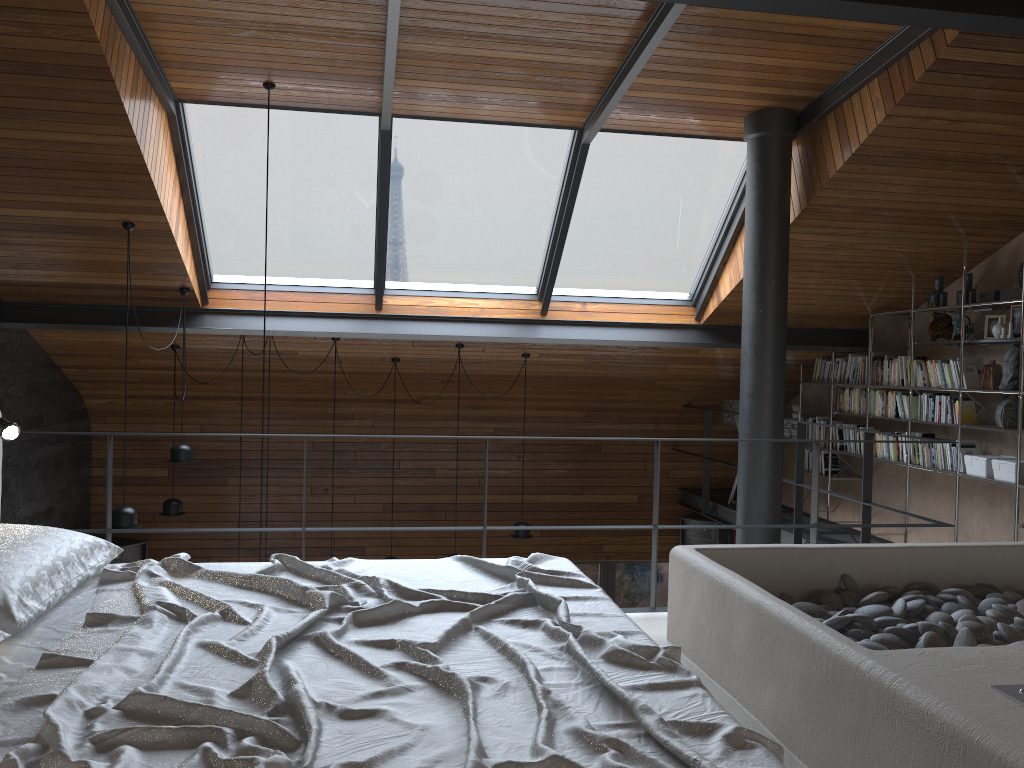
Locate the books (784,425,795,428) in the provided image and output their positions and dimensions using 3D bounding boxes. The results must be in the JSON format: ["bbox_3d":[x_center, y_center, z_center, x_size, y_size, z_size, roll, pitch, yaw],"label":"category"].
[{"bbox_3d":[2.796,0.418,8.745,0.206,0.012,0.161,1,1,-20],"label":"books"}]

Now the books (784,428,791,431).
[{"bbox_3d":[2.797,0.450,8.724,0.234,0.016,0.182,1,1,-20],"label":"books"}]

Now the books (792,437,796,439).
[{"bbox_3d":[2.819,0.520,8.449,0.239,0.021,0.174,1,1,-4],"label":"books"}]

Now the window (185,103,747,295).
[{"bbox_3d":[-0.287,-1.279,6.477,3.818,1.031,1.213,1,1,-10],"label":"window"}]

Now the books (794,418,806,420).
[{"bbox_3d":[2.831,0.339,8.451,0.222,0.012,0.160,1,1,-4],"label":"books"}]

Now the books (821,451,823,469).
[{"bbox_3d":[2.872,0.714,8.025,0.137,0.216,0.049,1,1,-10],"label":"books"}]

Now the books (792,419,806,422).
[{"bbox_3d":[2.817,0.352,8.455,0.254,0.012,0.158,1,1,2],"label":"books"}]

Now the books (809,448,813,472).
[{"bbox_3d":[2.836,0.703,8.223,0.161,0.223,0.017,1,1,-10],"label":"books"}]

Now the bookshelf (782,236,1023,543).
[{"bbox_3d":[3.573,0.908,4.178,0.421,6.219,10.739,1,1,-10],"label":"bookshelf"}]

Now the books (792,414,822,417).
[{"bbox_3d":[2.820,0.296,8.444,0.228,0.016,0.182,1,1,-10],"label":"books"}]

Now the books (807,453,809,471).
[{"bbox_3d":[2.810,0.728,8.256,0.119,0.172,0.014,1,1,-10],"label":"books"}]

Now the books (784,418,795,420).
[{"bbox_3d":[2.803,0.344,8.744,0.206,0.012,0.161,1,1,-10],"label":"books"}]

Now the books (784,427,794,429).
[{"bbox_3d":[2.804,0.433,8.738,0.213,0.017,0.167,1,1,-15],"label":"books"}]

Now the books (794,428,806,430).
[{"bbox_3d":[2.825,0.431,8.453,0.222,0.012,0.160,1,1,-15],"label":"books"}]

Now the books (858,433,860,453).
[{"bbox_3d":[2.950,0.499,7.407,0.112,0.176,0.039,1,1,-10],"label":"books"}]

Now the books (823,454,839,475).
[{"bbox_3d":[2.867,0.725,7.965,0.138,0.191,0.049,1,1,-10],"label":"books"}]

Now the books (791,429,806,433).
[{"bbox_3d":[2.817,0.452,8.447,0.258,0.028,0.180,1,1,-4],"label":"books"}]

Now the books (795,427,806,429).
[{"bbox_3d":[2.835,0.420,8.456,0.227,0.013,0.160,1,1,2],"label":"books"}]

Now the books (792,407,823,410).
[{"bbox_3d":[2.823,0.231,8.461,0.228,0.016,0.182,1,1,-10],"label":"books"}]

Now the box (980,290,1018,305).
[{"bbox_3d":[3.279,-0.576,5.929,0.208,0.079,0.207,1,1,4],"label":"box"}]

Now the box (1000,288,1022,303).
[{"bbox_3d":[3.308,-0.571,5.713,0.208,0.079,0.207,1,1,-12],"label":"box"}]

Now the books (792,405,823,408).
[{"bbox_3d":[2.828,0.215,8.472,0.228,0.016,0.182,1,1,-10],"label":"books"}]

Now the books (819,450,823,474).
[{"bbox_3d":[2.858,0.710,8.086,0.155,0.215,0.055,1,1,-10],"label":"books"}]

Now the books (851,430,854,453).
[{"bbox_3d":[2.938,0.484,7.509,0.127,0.200,0.046,1,1,-10],"label":"books"}]

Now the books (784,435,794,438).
[{"bbox_3d":[2.790,0.513,8.741,0.221,0.021,0.174,1,1,-10],"label":"books"}]

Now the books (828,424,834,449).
[{"bbox_3d":[2.872,0.467,7.859,0.137,0.215,0.014,1,1,-10],"label":"books"}]

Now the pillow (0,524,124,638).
[{"bbox_3d":[-1.393,0.489,2.315,0.509,0.173,0.842,1,1,-9],"label":"pillow"}]

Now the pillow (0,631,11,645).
[{"bbox_3d":[-1.245,0.509,1.432,0.502,0.176,0.837,1,1,-9],"label":"pillow"}]

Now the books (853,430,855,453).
[{"bbox_3d":[2.947,0.485,7.499,0.127,0.200,0.046,1,1,-10],"label":"books"}]

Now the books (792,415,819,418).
[{"bbox_3d":[2.809,0.312,8.456,0.208,0.017,0.167,1,1,-10],"label":"books"}]

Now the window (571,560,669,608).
[{"bbox_3d":[-0.828,2.558,9.661,5.936,1.522,0.101,1,1,-10],"label":"window"}]

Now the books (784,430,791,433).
[{"bbox_3d":[2.798,0.466,8.725,0.234,0.016,0.182,1,1,-5],"label":"books"}]

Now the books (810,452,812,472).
[{"bbox_3d":[2.818,0.723,8.207,0.117,0.183,0.012,1,1,-10],"label":"books"}]

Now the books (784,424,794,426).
[{"bbox_3d":[2.807,0.406,8.749,0.208,0.013,0.161,1,1,-5],"label":"books"}]

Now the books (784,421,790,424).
[{"bbox_3d":[2.790,0.377,8.737,0.268,0.025,0.176,1,1,-10],"label":"books"}]

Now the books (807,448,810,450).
[{"bbox_3d":[2.837,0.703,8.294,0.177,0.219,0.008,1,1,-10],"label":"books"}]

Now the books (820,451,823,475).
[{"bbox_3d":[2.857,0.713,8.036,0.133,0.218,0.051,1,1,-10],"label":"books"}]

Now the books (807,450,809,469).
[{"bbox_3d":[2.813,0.713,8.269,0.127,0.201,0.011,1,1,-10],"label":"books"}]

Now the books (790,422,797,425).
[{"bbox_3d":[2.820,0.372,8.445,0.288,0.025,0.175,1,1,-4],"label":"books"}]

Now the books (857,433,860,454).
[{"bbox_3d":[2.949,0.498,7.424,0.112,0.176,0.039,1,1,-10],"label":"books"}]

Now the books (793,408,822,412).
[{"bbox_3d":[2.821,0.250,8.460,0.216,0.021,0.174,1,1,-10],"label":"books"}]

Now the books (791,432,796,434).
[{"bbox_3d":[2.824,0.473,8.448,0.258,0.016,0.181,1,1,-8],"label":"books"}]

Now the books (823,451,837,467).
[{"bbox_3d":[2.866,0.713,7.981,0.137,0.216,0.049,1,1,-10],"label":"books"}]

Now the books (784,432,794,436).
[{"bbox_3d":[2.787,0.488,8.739,0.240,0.028,0.180,1,1,-20],"label":"books"}]

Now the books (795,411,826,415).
[{"bbox_3d":[2.844,0.274,8.448,0.234,0.028,0.180,1,1,-10],"label":"books"}]

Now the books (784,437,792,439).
[{"bbox_3d":[2.789,0.532,8.736,0.234,0.016,0.182,1,1,-15],"label":"books"}]

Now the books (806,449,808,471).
[{"bbox_3d":[2.804,0.713,8.279,0.127,0.201,0.011,1,1,-10],"label":"books"}]

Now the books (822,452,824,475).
[{"bbox_3d":[2.864,0.718,7.995,0.131,0.205,0.051,1,1,-10],"label":"books"}]

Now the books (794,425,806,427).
[{"bbox_3d":[2.832,0.405,8.445,0.225,0.017,0.167,1,1,-10],"label":"books"}]

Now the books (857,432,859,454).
[{"bbox_3d":[2.953,0.495,7.435,0.117,0.182,0.044,1,1,-10],"label":"books"}]

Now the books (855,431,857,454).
[{"bbox_3d":[2.956,0.483,7.471,0.125,0.206,0.055,1,1,-10],"label":"books"}]

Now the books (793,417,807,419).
[{"bbox_3d":[2.814,0.327,8.466,0.201,0.012,0.161,1,1,-10],"label":"books"}]
